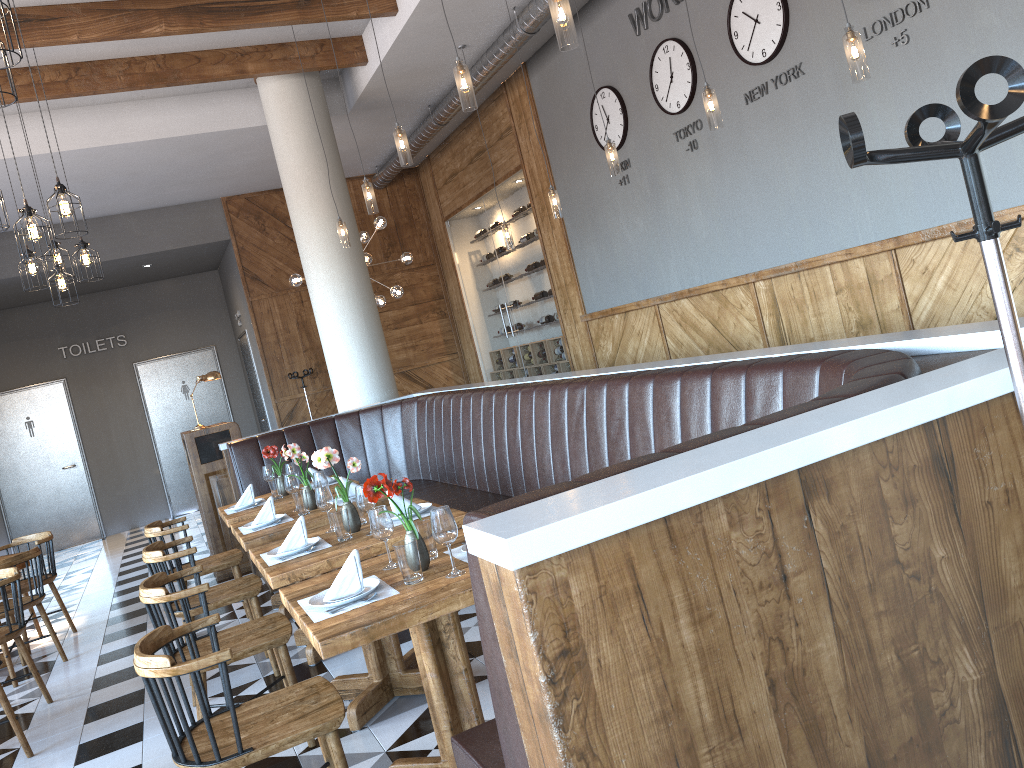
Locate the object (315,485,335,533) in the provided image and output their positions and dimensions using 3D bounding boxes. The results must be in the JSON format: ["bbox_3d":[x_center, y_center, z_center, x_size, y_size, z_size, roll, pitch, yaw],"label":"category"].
[{"bbox_3d":[-0.868,0.584,4.156,0.081,0.215,0.081,-13,1,31],"label":"object"}]

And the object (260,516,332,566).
[{"bbox_3d":[-0.969,0.664,3.887,0.273,0.137,0.351,-15,3,-22],"label":"object"}]

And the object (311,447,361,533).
[{"bbox_3d":[-0.764,0.472,4.006,0.207,0.400,0.146,-14,1,-20],"label":"object"}]

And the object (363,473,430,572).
[{"bbox_3d":[-0.383,0.461,2.954,0.171,0.355,0.156,-14,1,-19],"label":"object"}]

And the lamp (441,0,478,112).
[{"bbox_3d":[-0.440,-2.319,4.396,0.078,1.963,0.078,-14,1,-3],"label":"lamp"}]

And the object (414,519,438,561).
[{"bbox_3d":[-0.303,0.548,3.095,0.080,0.132,0.080,-14,1,-22],"label":"object"}]

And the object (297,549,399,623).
[{"bbox_3d":[-0.549,0.619,2.849,0.273,0.137,0.351,-15,3,-22],"label":"object"}]

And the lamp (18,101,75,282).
[{"bbox_3d":[-3.696,-1.810,6.791,0.174,2.069,0.176,-13,1,21],"label":"lamp"}]

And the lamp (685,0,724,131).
[{"bbox_3d":[0.927,-2.399,5.004,0.078,1.963,0.078,-14,1,-15],"label":"lamp"}]

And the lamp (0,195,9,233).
[{"bbox_3d":[-2.990,-1.804,4.637,0.174,2.069,0.176,-13,1,40],"label":"lamp"}]

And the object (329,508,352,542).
[{"bbox_3d":[-0.739,0.613,3.848,0.080,0.132,0.080,-14,1,-17],"label":"object"}]

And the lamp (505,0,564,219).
[{"bbox_3d":[0.136,-2.264,6.987,0.078,1.963,0.078,-14,1,-36],"label":"lamp"}]

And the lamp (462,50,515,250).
[{"bbox_3d":[-0.243,-2.165,7.959,0.078,1.963,0.078,-14,1,10],"label":"lamp"}]

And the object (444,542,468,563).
[{"bbox_3d":[-0.075,0.493,3.042,0.273,0.137,0.351,-15,3,-22],"label":"object"}]

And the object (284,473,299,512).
[{"bbox_3d":[-1.269,0.627,5.148,0.081,0.215,0.081,-14,1,-31],"label":"object"}]

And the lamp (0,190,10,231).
[{"bbox_3d":[-3.087,-1.849,4.826,0.176,2.069,0.174,-14,1,-39],"label":"lamp"}]

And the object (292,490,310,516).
[{"bbox_3d":[-1.161,0.658,4.890,0.080,0.132,0.079,-15,2,-37],"label":"object"}]

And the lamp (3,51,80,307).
[{"bbox_3d":[-3.556,-1.595,6.579,0.174,2.069,0.176,-13,1,21],"label":"lamp"}]

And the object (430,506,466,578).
[{"bbox_3d":[-0.204,0.497,2.798,0.081,0.215,0.082,-13,1,37],"label":"object"}]

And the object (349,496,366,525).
[{"bbox_3d":[-0.724,0.593,4.137,0.080,0.132,0.080,-14,1,-22],"label":"object"}]

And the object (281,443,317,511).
[{"bbox_3d":[-1.199,0.523,5.011,0.147,0.400,0.206,-14,1,-15],"label":"object"}]

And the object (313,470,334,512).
[{"bbox_3d":[-1.037,0.587,4.858,0.081,0.215,0.081,-14,1,9],"label":"object"}]

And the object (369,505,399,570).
[{"bbox_3d":[-0.448,0.540,3.118,0.081,0.215,0.081,-14,1,-14],"label":"object"}]

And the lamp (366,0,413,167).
[{"bbox_3d":[-0.881,-2.306,5.465,0.078,1.963,0.078,-14,1,13],"label":"lamp"}]

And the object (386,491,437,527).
[{"bbox_3d":[-0.495,0.538,4.079,0.273,0.137,0.351,-15,3,-22],"label":"object"}]

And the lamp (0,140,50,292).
[{"bbox_3d":[-3.802,-1.716,6.623,0.175,2.069,0.175,-14,1,10],"label":"lamp"}]

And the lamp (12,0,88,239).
[{"bbox_3d":[-2.731,-1.843,4.987,0.174,2.069,0.175,-14,1,18],"label":"lamp"}]

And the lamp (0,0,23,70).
[{"bbox_3d":[-1.895,-2.028,2.789,0.174,2.069,0.176,-13,1,38],"label":"lamp"}]

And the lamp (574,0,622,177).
[{"bbox_3d":[0.486,-2.386,6.072,0.078,1.963,0.078,-14,1,13],"label":"lamp"}]

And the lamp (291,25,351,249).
[{"bbox_3d":[-1.609,-2.085,7.352,0.078,1.963,0.078,-14,1,10],"label":"lamp"}]

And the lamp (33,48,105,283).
[{"bbox_3d":[-3.372,-1.774,6.573,0.175,2.069,0.175,-14,1,-12],"label":"lamp"}]

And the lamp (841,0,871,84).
[{"bbox_3d":[1.355,-2.332,4.014,0.078,1.963,0.078,-14,1,18],"label":"lamp"}]

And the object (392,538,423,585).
[{"bbox_3d":[-0.327,0.569,2.830,0.080,0.132,0.079,-15,2,-37],"label":"object"}]

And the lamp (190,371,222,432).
[{"bbox_3d":[-2.724,0.281,7.928,0.169,0.756,0.447,-13,2,43],"label":"lamp"}]

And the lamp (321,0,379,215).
[{"bbox_3d":[-1.230,-2.184,6.379,0.078,1.963,0.078,-14,1,-36],"label":"lamp"}]

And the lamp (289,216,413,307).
[{"bbox_3d":[-1.893,-1.664,10.034,1.181,2.191,1.167,-13,1,29],"label":"lamp"}]

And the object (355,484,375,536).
[{"bbox_3d":[-0.625,0.543,3.840,0.081,0.215,0.081,-13,1,31],"label":"object"}]

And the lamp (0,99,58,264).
[{"bbox_3d":[-2.809,-1.678,4.798,0.176,2.069,0.174,-14,1,-39],"label":"lamp"}]

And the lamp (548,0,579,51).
[{"bbox_3d":[-0.012,-2.252,3.407,0.078,1.963,0.078,-14,1,18],"label":"lamp"}]

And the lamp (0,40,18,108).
[{"bbox_3d":[-2.003,-1.952,2.957,0.174,2.069,0.176,-13,1,27],"label":"lamp"}]
